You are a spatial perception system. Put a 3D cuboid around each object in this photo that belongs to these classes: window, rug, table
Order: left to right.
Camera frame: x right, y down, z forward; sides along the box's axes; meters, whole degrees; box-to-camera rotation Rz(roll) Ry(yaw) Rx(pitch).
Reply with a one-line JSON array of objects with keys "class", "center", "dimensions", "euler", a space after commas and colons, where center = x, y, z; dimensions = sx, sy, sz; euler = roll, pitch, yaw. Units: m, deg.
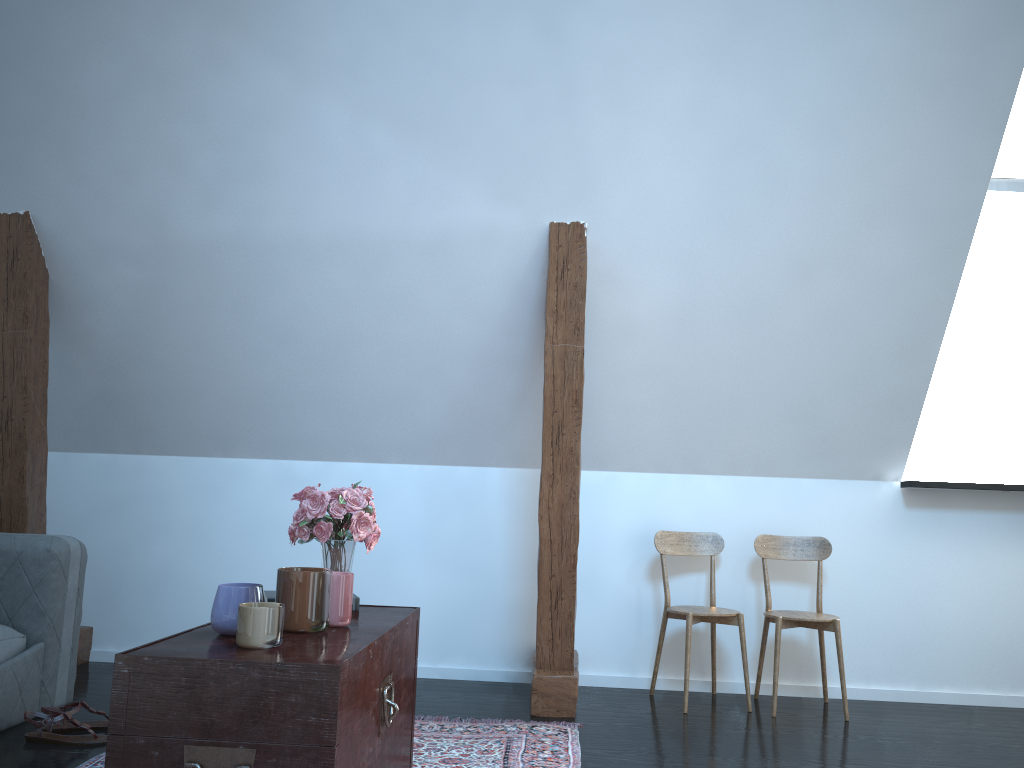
[{"class": "rug", "center": [-0.530, 1.041, 1.990], "dimensions": [1.512, 0.029, 2.647], "euler": [2, -8, 4]}, {"class": "table", "center": [-0.498, 0.808, 2.049], "dimensions": [0.471, 0.492, 0.962], "euler": [2, -8, 3]}, {"class": "window", "center": [4.157, -1.951, 1.429], "dimensions": [8.018, 4.249, 5.959], "euler": [2, -8, 3]}]

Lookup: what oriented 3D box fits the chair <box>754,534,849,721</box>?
[{"class": "chair", "center": [1.190, 0.984, 3.670], "dimensions": [0.329, 0.696, 0.342], "euler": [2, -8, 5]}]

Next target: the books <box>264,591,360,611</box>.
[{"class": "books", "center": [-0.557, 0.598, 2.452], "dimensions": [0.243, 0.034, 0.179], "euler": [5, -8, -18]}]

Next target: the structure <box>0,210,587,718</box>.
[{"class": "structure", "center": [4.059, 0.451, 3.549], "dimensions": [12.350, 1.963, 1.023], "euler": [2, -8, 3]}]

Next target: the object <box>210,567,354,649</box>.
[{"class": "object", "center": [-0.530, 0.486, 1.978], "dimensions": [0.215, 0.138, 0.413], "euler": [0, -8, 15]}]

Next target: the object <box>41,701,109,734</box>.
[{"class": "object", "center": [-1.414, 1.095, 2.938], "dimensions": [0.277, 0.090, 0.101], "euler": [8, -10, -39]}]

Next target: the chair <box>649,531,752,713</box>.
[{"class": "chair", "center": [0.789, 0.975, 3.714], "dimensions": [0.329, 0.696, 0.342], "euler": [4, -8, -13]}]

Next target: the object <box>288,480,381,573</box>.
[{"class": "object", "center": [-0.474, 0.428, 2.341], "dimensions": [0.235, 0.351, 0.234], "euler": [8, -9, -36]}]

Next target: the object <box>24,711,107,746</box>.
[{"class": "object", "center": [-1.390, 1.075, 2.780], "dimensions": [0.277, 0.090, 0.101], "euler": [3, -8, -8]}]

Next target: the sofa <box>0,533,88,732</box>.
[{"class": "sofa", "center": [-2.206, 0.624, 2.169], "dimensions": [1.107, 0.770, 2.458], "euler": [2, -8, 3]}]
